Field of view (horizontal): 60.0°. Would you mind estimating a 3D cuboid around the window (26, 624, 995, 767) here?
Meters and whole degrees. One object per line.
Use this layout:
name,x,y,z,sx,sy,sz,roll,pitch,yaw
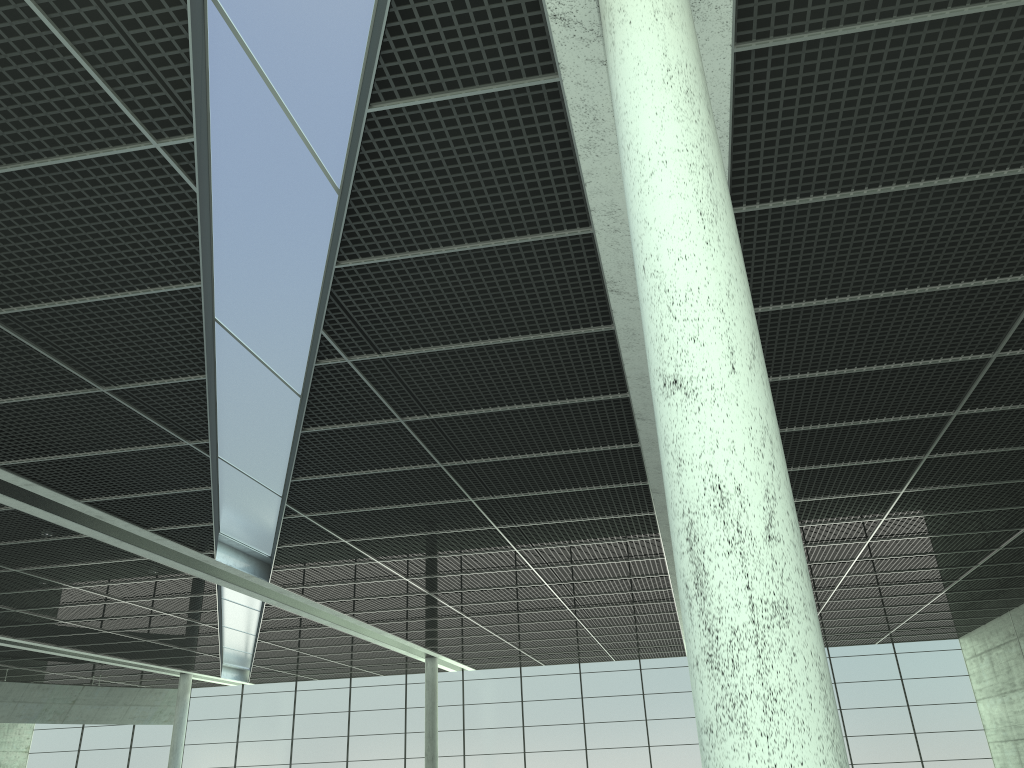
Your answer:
window,-14.910,18.224,47.155,99.979,16.076,100.397,-7,-27,9
